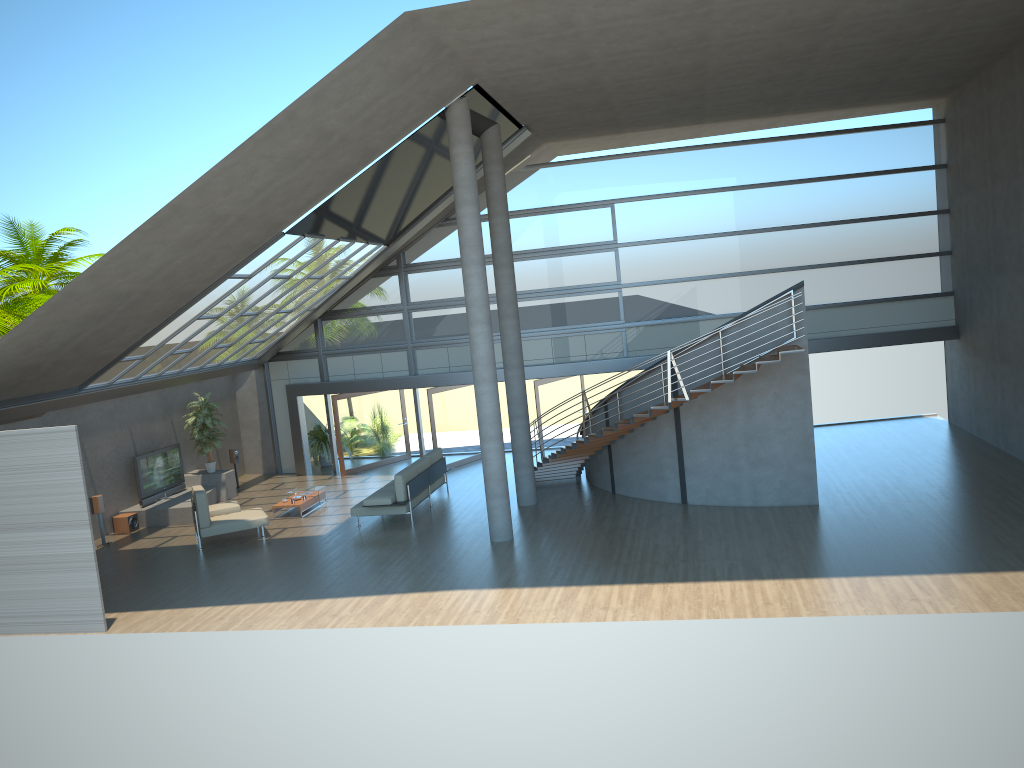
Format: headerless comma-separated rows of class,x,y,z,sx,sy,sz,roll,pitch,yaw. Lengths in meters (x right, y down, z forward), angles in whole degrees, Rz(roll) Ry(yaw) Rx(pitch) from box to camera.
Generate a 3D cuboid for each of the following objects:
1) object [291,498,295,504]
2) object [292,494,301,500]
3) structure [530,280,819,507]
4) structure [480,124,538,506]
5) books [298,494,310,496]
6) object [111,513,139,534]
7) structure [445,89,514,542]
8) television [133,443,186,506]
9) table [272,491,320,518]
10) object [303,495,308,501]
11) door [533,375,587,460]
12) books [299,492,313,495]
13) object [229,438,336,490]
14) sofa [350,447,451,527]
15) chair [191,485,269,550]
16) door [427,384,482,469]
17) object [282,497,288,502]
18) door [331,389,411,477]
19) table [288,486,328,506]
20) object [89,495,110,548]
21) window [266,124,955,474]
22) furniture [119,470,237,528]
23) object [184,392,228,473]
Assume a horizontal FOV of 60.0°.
object,-4.330,2.310,17.496,0.085,0.101,0.070,-5,6,10
object,-4.323,2.249,17.809,0.178,0.161,0.178,-10,7,-37
structure,2.178,0.299,15.618,2.349,3.653,6.809,-10,7,-40
structure,-0.067,-1.296,16.258,0.381,7.125,0.382,-9,7,-34
books,-4.284,2.277,18.300,0.275,0.005,0.189,-7,5,-8
object,-7.715,2.773,17.668,0.425,0.323,0.362,-5,6,12
structure,-0.521,-1.035,13.991,0.381,7.125,0.382,-5,6,12
television,-7.438,1.919,18.773,0.396,1.063,1.568,-5,6,12
table,-4.298,2.437,17.988,0.600,0.250,1.200,-5,6,12
object,-4.135,2.271,17.707,0.070,0.101,0.085,-1,7,40
door,1.195,0.751,20.702,0.200,1.977,2.298,-2,6,33
books,-4.258,2.266,18.346,0.275,0.005,0.189,-6,5,-5
object,-8.622,2.435,18.959,7.863,0.982,21.345,-4,6,15
sofa,-2.139,1.961,17.217,1.166,0.947,3.079,-5,6,11
chair,-5.176,2.313,16.212,1.244,1.023,1.217,-8,6,-23
door,-1.189,0.939,21.258,0.200,1.977,2.298,-2,7,35
object,-4.541,2.318,17.721,0.102,0.086,0.100,-4,6,16
door,-3.458,1.093,22.039,0.200,1.977,2.298,-1,7,41
table,-4.226,2.338,18.372,0.680,0.342,0.400,-5,6,12
object,-7.699,2.559,16.558,0.234,0.959,0.171,-8,6,-23
window,1.780,-1.619,20.353,16.616,6.630,1.098,-5,6,10
furniture,-6.887,2.409,19.193,1.577,0.610,2.936,-5,6,12
object,-6.922,1.084,20.040,0.932,1.857,0.895,-9,6,-29
